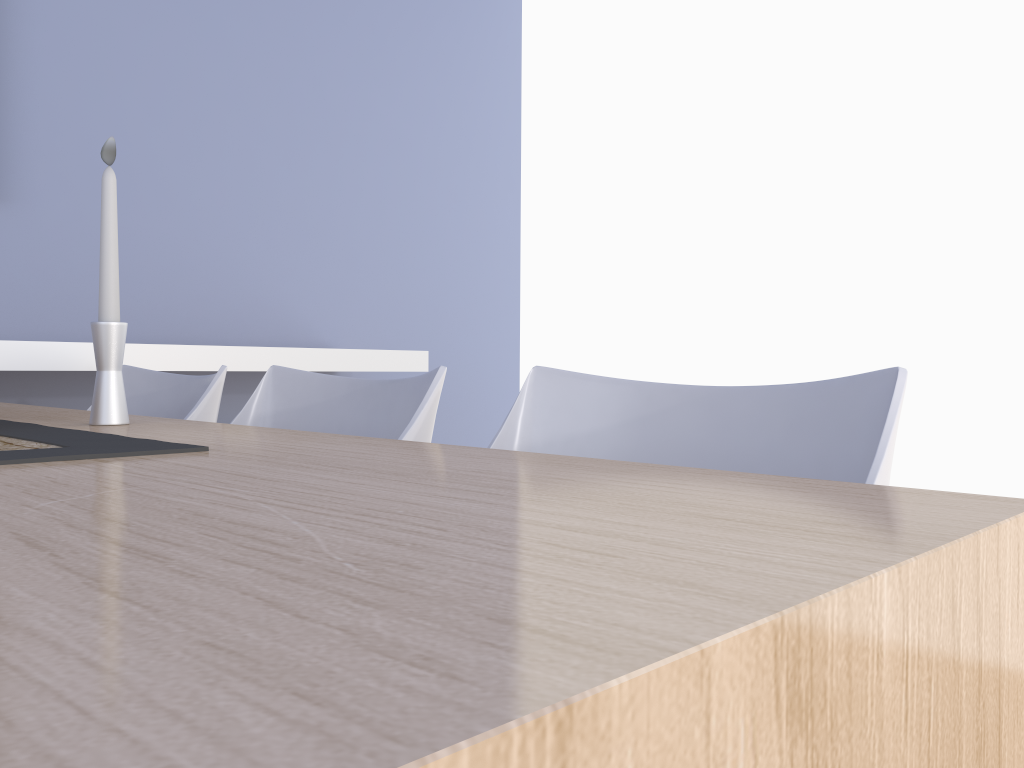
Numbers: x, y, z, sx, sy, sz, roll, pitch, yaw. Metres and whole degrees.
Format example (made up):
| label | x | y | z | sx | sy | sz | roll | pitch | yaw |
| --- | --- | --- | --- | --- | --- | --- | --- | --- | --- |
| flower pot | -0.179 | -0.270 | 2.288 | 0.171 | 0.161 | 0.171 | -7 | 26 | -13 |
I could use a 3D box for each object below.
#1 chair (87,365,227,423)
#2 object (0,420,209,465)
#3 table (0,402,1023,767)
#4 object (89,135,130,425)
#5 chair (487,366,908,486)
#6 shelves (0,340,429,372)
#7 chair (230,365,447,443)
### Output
| label | x | y | z | sx | sy | sz | roll | pitch | yaw |
| --- | --- | --- | --- | --- | --- | --- | --- | --- | --- |
| chair | -0.788 | 0.360 | 1.623 | 0.510 | 0.793 | 0.486 | 1 | 1 | 44 |
| object | -0.815 | 0.049 | 0.861 | 0.986 | 0.005 | 0.594 | 1 | 1 | 43 |
| table | -0.900 | 0.408 | 0.935 | 2.340 | 0.718 | 1.002 | 1 | 1 | 44 |
| object | -0.487 | -0.126 | 1.071 | 0.045 | 0.349 | 0.045 | 1 | 1 | 44 |
| chair | 0.066 | 0.379 | 0.805 | 0.510 | 0.793 | 0.486 | 1 | 1 | 44 |
| shelves | -1.767 | 0.334 | 1.388 | 0.463 | 0.840 | 3.901 | 1 | 1 | 44 |
| chair | -0.363 | 0.369 | 1.217 | 0.510 | 0.793 | 0.486 | 1 | 1 | 44 |
